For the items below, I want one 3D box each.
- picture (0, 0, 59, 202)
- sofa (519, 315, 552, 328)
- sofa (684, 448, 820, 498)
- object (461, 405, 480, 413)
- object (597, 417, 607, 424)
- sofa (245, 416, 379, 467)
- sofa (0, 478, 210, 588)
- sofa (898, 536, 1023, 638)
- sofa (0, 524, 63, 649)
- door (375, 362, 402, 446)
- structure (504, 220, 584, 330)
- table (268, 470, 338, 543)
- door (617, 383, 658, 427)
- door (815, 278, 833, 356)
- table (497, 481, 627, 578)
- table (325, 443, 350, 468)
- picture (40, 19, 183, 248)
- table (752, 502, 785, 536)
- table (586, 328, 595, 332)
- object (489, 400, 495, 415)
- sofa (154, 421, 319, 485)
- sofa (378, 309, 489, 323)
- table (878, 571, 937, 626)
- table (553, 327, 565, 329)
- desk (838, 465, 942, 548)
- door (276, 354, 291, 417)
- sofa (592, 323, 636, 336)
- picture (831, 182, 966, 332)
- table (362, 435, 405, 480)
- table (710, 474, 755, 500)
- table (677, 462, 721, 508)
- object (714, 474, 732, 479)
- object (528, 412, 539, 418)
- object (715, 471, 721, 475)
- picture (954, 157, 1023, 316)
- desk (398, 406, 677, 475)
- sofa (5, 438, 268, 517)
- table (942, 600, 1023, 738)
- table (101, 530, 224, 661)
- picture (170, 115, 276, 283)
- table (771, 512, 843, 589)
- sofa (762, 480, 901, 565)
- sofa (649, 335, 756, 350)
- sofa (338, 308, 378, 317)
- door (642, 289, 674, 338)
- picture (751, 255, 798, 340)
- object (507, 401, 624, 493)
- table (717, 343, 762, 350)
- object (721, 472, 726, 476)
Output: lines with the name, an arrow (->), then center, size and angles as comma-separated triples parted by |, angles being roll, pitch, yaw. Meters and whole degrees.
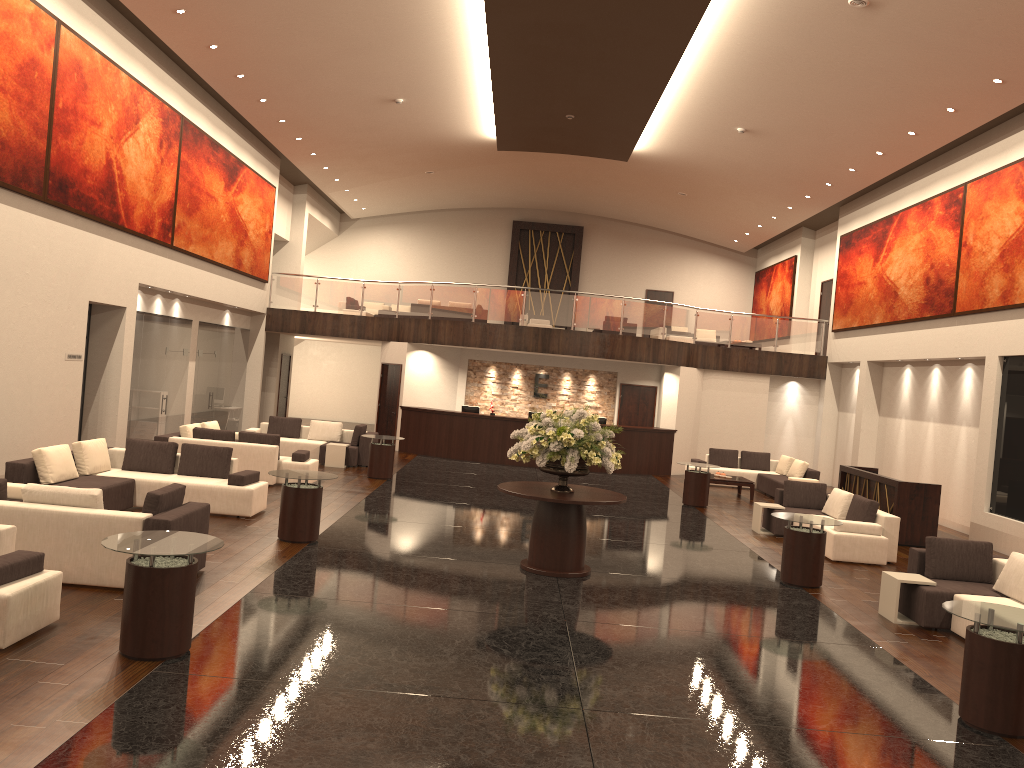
picture -> -6.392, -3.753, 9.962 | 0.070, 2.526, 4.515 | 5, 1, 0
sofa -> 0.888, -1.880, 28.781 | 1.291, 0.862, 2.846 | 5, 1, 0
sofa -> 5.501, 2.054, 20.199 | 2.586, 0.862, 3.366 | 5, 1, 0
object -> -1.064, 0.803, 22.528 | 0.483, 0.485, 0.189 | 5, 1, 15
object -> 2.163, 1.086, 22.420 | 0.483, 0.485, 0.189 | 5, 1, -25
sofa -> -4.392, 1.205, 19.089 | 2.846, 0.862, 1.291 | 5, 1, 0
sofa -> -4.452, 1.322, 8.511 | 2.846, 0.862, 1.291 | 5, 1, 0
sofa -> 4.841, 2.130, 8.584 | 1.291, 0.862, 2.846 | 5, 1, 0
sofa -> -4.758, 1.330, 5.458 | 2.586, 0.862, 3.366 | 5, 1, 0
door -> -3.229, 0.572, 23.208 | 0.104, 2.232, 0.990 | 4, 1, -39
structure -> 1.108, -3.587, 31.567 | 2.524, 4.236, 0.187 | 5, 1, 0
table -> -2.563, 1.492, 10.764 | 0.833, 0.795, 0.844 | 4, 1, -39
door -> 3.287, 1.132, 23.662 | 0.990, 2.232, 0.104 | 5, 1, 0
door -> 8.868, -1.830, 25.125 | 0.104, 2.232, 0.990 | 5, 1, 0
table -> 0.546, 1.705, 10.347 | 1.498, 0.921, 1.498 | 5, 1, -9
table -> -3.632, 1.482, 18.430 | 0.400, 0.460, 0.400 | 5, 1, 0
picture -> -6.366, -3.803, 14.479 | 0.070, 2.526, 4.515 | 5, 1, 0
table -> 4.202, 2.209, 14.546 | 0.400, 0.460, 0.400 | 5, 1, 0
table -> 2.526, -1.524, 27.867 | 0.400, 0.460, 0.400 | 5, 1, 0
object -> -0.483, 0.580, 21.989 | 0.163, 0.390, 0.165 | 5, 1, 8
sofa -> -4.713, 1.207, 16.481 | 2.586, 0.862, 3.366 | 5, 1, 0
sofa -> -2.413, -2.160, 28.173 | 3.366, 0.862, 2.586 | 5, 1, 0
table -> 4.173, 2.266, 9.373 | 0.400, 0.460, 0.400 | 5, 1, 0
table -> 1.530, -1.630, 29.564 | 0.400, 0.460, 0.400 | 5, 1, 0
desk -> 6.556, 2.106, 15.635 | 0.700, 1.043, 2.606 | 5, 1, 0
door -> -6.699, 0.238, 25.924 | 0.104, 2.232, 0.990 | 5, 1, 0
sofa -> 3.203, -1.677, 28.646 | 1.291, 0.862, 2.846 | 5, 1, 0
picture -> 8.475, -2.573, 19.921 | 0.070, 2.526, 6.485 | 5, 1, 0
table -> -2.526, 1.422, 17.156 | 0.833, 0.795, 0.844 | 6, 1, 39
table -> 4.599, 2.228, 19.378 | 1.100, 0.380, 1.100 | 5, 1, 0
table -> 3.567, 1.953, 17.127 | 0.833, 0.795, 0.844 | 6, 1, 39
object -> 4.600, 2.020, 19.329 | 0.154, 0.040, 0.437 | 4, 1, -44
object -> 0.638, 0.955, 22.249 | 0.483, 0.485, 0.189 | 5, 1, 0
object -> 4.555, 1.979, 19.590 | 0.119, 0.106, 0.119 | 5, 1, 24
picture -> 8.443, -2.512, 14.409 | 0.070, 2.526, 4.515 | 5, 1, 0
desk -> 0.617, 1.447, 22.436 | 7.146, 1.171, 1.674 | 5, 1, 2
sofa -> -4.726, 1.268, 11.131 | 2.586, 0.862, 3.366 | 5, 1, 0
table -> 3.534, 2.074, 6.413 | 0.833, 0.795, 0.844 | 4, 1, -39
table -> -2.559, 1.543, 6.442 | 0.833, 0.795, 0.844 | 4, 1, -39
picture -> -6.334, -3.863, 19.991 | 0.070, 2.526, 6.485 | 5, 1, 0
table -> 3.530, 2.024, 10.735 | 0.833, 0.795, 0.844 | 4, 1, -39
sofa -> 4.871, 2.073, 13.757 | 1.291, 0.862, 2.846 | 5, 1, 0
sofa -> 6.275, -1.409, 28.606 | 3.366, 0.862, 2.586 | 5, 1, 0
sofa -> -4.001, -2.316, 29.681 | 3.366, 0.862, 2.586 | 5, 1, 0
door -> 5.193, -2.225, 31.649 | 0.990, 2.232, 0.104 | 5, 1, 0
picture -> 8.527, -2.674, 29.157 | 0.070, 2.526, 4.515 | 5, 1, 0
object -> 0.607, 0.699, 10.338 | 1.453, 1.097, 1.402 | 4, 1, -44
table -> 7.039, -1.088, 27.515 | 1.100, 0.380, 1.100 | 5, 1, 0
object -> 4.636, 1.987, 19.459 | 0.119, 0.106, 0.119 | 5, 1, -18
